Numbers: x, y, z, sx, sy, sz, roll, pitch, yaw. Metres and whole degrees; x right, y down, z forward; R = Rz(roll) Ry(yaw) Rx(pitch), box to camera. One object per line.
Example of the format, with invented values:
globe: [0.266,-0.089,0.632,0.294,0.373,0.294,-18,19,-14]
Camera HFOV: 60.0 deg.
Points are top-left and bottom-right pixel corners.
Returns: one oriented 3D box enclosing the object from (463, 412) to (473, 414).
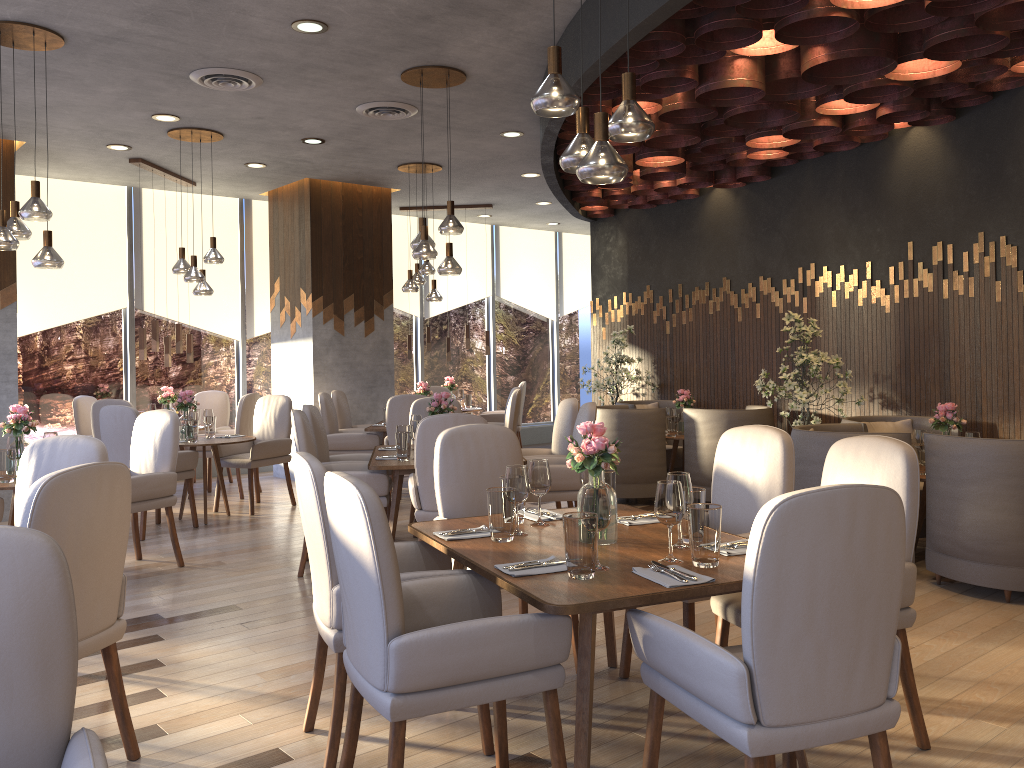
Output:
object: [-0.313,0.326,6.322,0.092,0.244,0.092,-1,0,36]

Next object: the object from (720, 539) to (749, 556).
object: [0.709,0.522,2.851,0.255,0.019,0.157,-2,2,-23]

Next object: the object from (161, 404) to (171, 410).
object: [-3.358,0.317,8.604,0.092,0.244,0.092,-1,0,24]

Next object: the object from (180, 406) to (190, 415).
object: [-3.249,0.309,8.799,0.092,0.244,0.092,-1,0,9]

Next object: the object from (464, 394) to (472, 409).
object: [-0.558,0.222,11.193,0.102,0.178,0.102,-1,0,35]

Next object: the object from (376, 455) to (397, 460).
object: [-0.743,0.465,5.665,0.255,0.019,0.157,-1,2,-7]

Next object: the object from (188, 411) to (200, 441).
object: [-2.591,0.344,7.218,0.092,0.244,0.092,-1,0,44]

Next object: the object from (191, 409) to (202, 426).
object: [-3.154,0.339,8.854,0.102,0.178,0.102,-1,0,-37]

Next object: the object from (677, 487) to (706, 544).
object: [0.600,0.441,2.978,0.102,0.178,0.102,-1,0,-7]

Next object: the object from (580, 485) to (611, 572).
object: [0.248,0.425,2.623,0.092,0.244,0.092,-1,0,40]

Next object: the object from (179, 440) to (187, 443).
object: [-2.730,0.462,7.130,0.157,0.019,0.255,0,2,24]

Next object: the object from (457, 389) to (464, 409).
object: [-0.645,0.192,11.125,0.092,0.244,0.092,-1,0,41]

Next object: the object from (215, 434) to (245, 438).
object: [-2.416,0.443,7.558,0.157,0.019,0.255,0,2,25]

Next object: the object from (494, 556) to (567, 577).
object: [0.087,0.540,2.652,0.255,0.019,0.157,-2,2,-24]

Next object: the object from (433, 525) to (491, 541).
object: [-0.144,0.528,3.176,0.255,0.019,0.157,-2,2,-24]

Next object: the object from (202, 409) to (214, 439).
object: [-2.561,0.336,7.474,0.092,0.244,0.092,-1,0,6]

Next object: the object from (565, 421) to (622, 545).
object: [0.279,0.331,3.020,0.210,0.416,0.198,-1,0,-28]

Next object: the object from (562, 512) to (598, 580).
object: [0.196,0.462,2.527,0.102,0.178,0.102,-1,0,-18]

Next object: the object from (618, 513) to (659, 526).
object: [0.471,0.511,3.373,0.255,0.019,0.157,-2,2,-23]

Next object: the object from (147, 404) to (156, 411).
object: [-3.537,0.317,8.702,0.092,0.244,0.092,-1,0,28]

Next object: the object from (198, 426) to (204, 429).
object: [-3.121,0.423,8.691,0.255,0.019,0.157,-1,2,6]

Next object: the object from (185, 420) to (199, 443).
object: [-2.566,0.380,7.111,0.102,0.178,0.102,-1,0,30]

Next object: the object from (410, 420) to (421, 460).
object: [-0.597,0.352,5.590,0.092,0.244,0.092,-1,0,-27]

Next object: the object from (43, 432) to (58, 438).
object: [-2.712,0.406,5.214,0.092,0.244,0.092,-1,0,15]

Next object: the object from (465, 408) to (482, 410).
object: [-0.503,0.305,11.035,0.255,0.019,0.157,-1,2,-2]

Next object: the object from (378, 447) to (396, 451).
object: [-0.811,0.450,6.234,0.255,0.019,0.157,-1,2,-7]

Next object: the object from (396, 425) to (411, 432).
object: [-0.743,0.373,6.083,0.102,0.178,0.102,-1,0,9]

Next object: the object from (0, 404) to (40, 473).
object: [-2.859,0.325,5.154,0.210,0.416,0.198,-1,0,22]

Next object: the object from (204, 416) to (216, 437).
object: [-2.582,0.366,7.581,0.102,0.178,0.102,-1,0,42]

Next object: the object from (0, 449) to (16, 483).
object: [-2.773,0.450,4.856,0.102,0.178,0.102,-1,0,-1]

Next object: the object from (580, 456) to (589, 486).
object: [0.306,0.401,3.406,0.092,0.244,0.092,-1,0,-20]

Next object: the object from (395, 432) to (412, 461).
object: [-0.675,0.389,5.514,0.102,0.178,0.102,-1,0,9]

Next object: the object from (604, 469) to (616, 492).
object: [0.362,0.430,3.500,0.102,0.178,0.102,-1,0,23]

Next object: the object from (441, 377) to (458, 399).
object: [-0.765,0.114,10.961,0.210,0.416,0.198,-1,0,27]

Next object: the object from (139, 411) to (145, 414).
object: [-3.626,0.354,8.640,0.102,0.178,0.102,-1,0,-2]

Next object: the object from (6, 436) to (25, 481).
object: [-2.781,0.414,4.966,0.092,0.244,0.092,-1,0,36]

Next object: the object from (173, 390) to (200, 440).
object: [-2.706,0.257,7.359,0.210,0.416,0.198,-1,0,7]

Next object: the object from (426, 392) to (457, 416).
object: [-0.475,0.258,5.948,0.210,0.416,0.198,-1,0,7]

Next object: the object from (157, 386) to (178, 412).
object: [-3.405,0.228,8.776,0.210,0.416,0.198,-1,0,-28]

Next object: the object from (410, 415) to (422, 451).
object: [-0.665,0.337,6.159,0.092,0.244,0.092,-1,0,12]

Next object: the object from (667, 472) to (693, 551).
object: [0.544,0.412,2.884,0.092,0.244,0.092,-1,0,19]
